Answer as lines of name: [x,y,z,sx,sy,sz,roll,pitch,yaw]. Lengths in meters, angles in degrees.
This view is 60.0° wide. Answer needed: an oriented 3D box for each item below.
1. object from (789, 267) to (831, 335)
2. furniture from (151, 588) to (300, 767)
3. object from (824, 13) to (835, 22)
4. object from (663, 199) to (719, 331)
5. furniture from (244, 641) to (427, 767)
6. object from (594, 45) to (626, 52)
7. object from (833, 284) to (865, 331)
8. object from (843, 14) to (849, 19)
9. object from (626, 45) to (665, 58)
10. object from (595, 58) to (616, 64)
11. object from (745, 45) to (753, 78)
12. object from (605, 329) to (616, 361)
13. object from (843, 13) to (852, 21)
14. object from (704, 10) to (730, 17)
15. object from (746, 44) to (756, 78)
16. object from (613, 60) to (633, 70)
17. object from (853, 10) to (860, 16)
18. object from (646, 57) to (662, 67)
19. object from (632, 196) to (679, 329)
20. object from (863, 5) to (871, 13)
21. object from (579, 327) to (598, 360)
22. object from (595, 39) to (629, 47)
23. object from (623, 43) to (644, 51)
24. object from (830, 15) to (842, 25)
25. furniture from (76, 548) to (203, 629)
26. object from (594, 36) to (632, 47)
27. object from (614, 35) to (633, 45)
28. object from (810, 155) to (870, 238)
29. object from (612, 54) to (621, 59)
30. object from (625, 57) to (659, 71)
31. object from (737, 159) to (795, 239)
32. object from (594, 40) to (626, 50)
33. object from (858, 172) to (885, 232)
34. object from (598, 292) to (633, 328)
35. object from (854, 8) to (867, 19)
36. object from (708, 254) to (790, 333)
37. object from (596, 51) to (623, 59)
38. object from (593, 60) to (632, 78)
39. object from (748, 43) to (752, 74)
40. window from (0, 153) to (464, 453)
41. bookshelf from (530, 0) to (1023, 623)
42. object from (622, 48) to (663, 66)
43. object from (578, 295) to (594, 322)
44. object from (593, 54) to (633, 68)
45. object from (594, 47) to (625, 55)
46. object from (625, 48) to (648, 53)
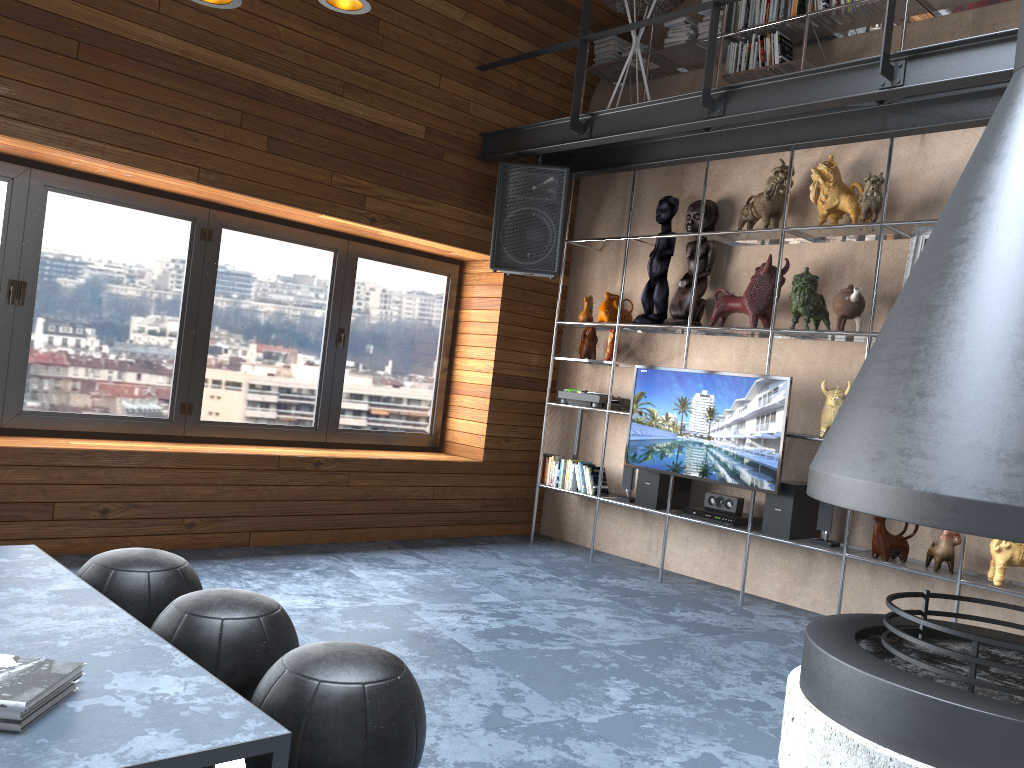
object: [1.655,-0.462,4.927,0.255,0.356,0.167,7,0,-24]
furniture: [-0.768,0.778,2.330,0.402,0.462,0.401,7,0,-23]
object: [1.798,-2.169,5.021,0.145,0.202,0.051,7,0,-43]
object: [1.149,-0.766,5.633,0.305,0.840,0.237,7,0,-41]
furniture: [-0.398,0.820,1.981,0.401,0.462,0.402,7,0,-28]
object: [0.726,-2.304,6.198,0.246,0.016,0.182,7,0,-43]
object: [1.800,-0.402,4.748,0.164,0.266,0.237,7,0,-26]
object: [1.884,-2.146,4.983,0.131,0.180,0.042,7,0,-44]
object: [0.915,-2.237,6.018,0.228,0.016,0.182,7,0,-43]
object: [0.713,-2.233,6.227,0.218,0.013,0.161,7,0,-43]
object: [1.444,-1.945,5.347,0.112,0.178,0.009,7,0,-43]
object: [0.672,-0.259,6.033,0.060,0.223,0.267,7,0,3]
object: [1.883,-2.146,4.983,0.127,0.177,0.041,7,0,-43]
object: [1.336,-2.291,5.580,0.217,0.013,0.161,7,0,-43]
object: [1.449,-1.944,5.338,0.111,0.175,0.011,7,0,-43]
object: [0.718,-2.220,6.221,0.216,0.013,0.161,7,0,-43]
object: [1.924,-2.142,4.939,0.127,0.177,0.041,7,0,-43]
object: [0.891,-2.188,6.035,0.226,0.012,0.159,7,0,-43]
object: [0.954,-0.811,5.814,0.244,0.879,0.244,7,0,-15]
object: [1.936,-2.150,4.858,0.124,0.196,0.044,7,0,-43]
object: [0.533,-0.279,6.177,0.116,0.229,0.233,7,0,-3]
object: [0.725,-2.351,6.216,0.233,0.021,0.174,7,0,-43]
object: [0.883,-2.255,6.020,0.203,0.013,0.161,7,0,-43]
object: [1.840,-2.177,5.037,0.140,0.235,0.061,7,0,-44]
furniture: [-1.150,0.734,2.690,0.402,0.462,0.401,7,0,-3]
object: [0.722,-2.371,6.211,0.246,0.016,0.182,7,0,-43]
object: [0.716,-2.387,6.219,0.246,0.016,0.182,7,0,-43]
object: [1.846,-1.068,4.987,0.215,0.458,0.328,7,0,-38]
object: [0.718,-2.257,6.226,0.216,0.012,0.161,7,0,-43]
object: [0.881,-2.176,6.022,0.201,0.012,0.161,7,0,-43]
object: [1.512,-1.099,5.289,0.328,0.442,0.207,6,0,40]
object: [0.726,-2.327,6.196,0.252,0.028,0.180,7,0,-43]
object: [1.913,-0.966,4.703,0.131,0.280,0.208,6,0,29]
object: [0.711,-0.500,6.005,0.278,0.222,0.138,7,0,-33]
object: [1.940,-2.149,4.936,0.137,0.201,0.047,7,0,-43]
object: [1.394,-0.535,5.233,0.219,0.441,0.462,7,0,-43]
object: [0.722,-2.272,6.217,0.224,0.017,0.167,7,0,-43]
object: [0.706,-2.203,6.211,0.234,0.025,0.176,7,0,-43]
object: [1.462,-1.943,5.337,0.112,0.177,0.009,7,0,-43]
window: [-2.551,-0.444,4.556,5.935,1.522,0.101,7,0,-43]
bookshelf: [4.266,-1.542,2.435,0.421,6.219,10.739,7,0,-43]
object: [0.897,-2.207,6.026,0.262,0.025,0.176,7,0,-43]
object: [0.539,-0.519,6.186,0.107,0.209,0.233,6,0,34]
object: [0.709,-2.246,6.211,0.243,0.012,0.159,7,0,-43]
object: [0.724,-2.289,6.198,0.246,0.016,0.182,7,0,-43]
object: [0.890,-2.226,6.018,0.201,0.013,0.161,7,0,-43]
